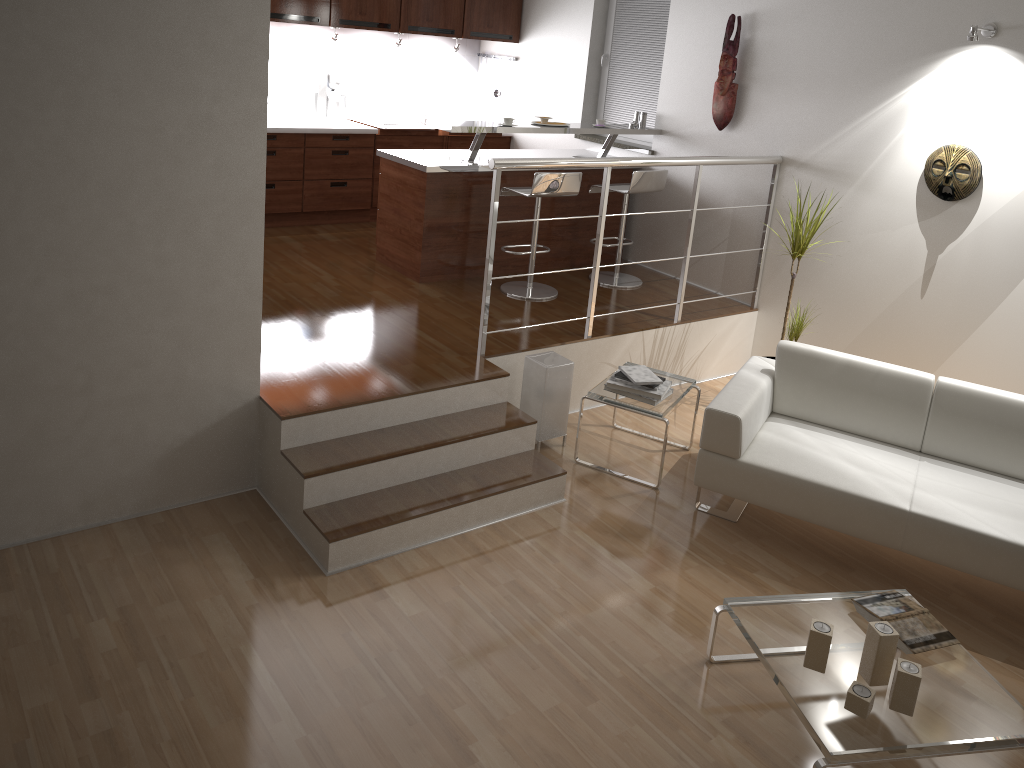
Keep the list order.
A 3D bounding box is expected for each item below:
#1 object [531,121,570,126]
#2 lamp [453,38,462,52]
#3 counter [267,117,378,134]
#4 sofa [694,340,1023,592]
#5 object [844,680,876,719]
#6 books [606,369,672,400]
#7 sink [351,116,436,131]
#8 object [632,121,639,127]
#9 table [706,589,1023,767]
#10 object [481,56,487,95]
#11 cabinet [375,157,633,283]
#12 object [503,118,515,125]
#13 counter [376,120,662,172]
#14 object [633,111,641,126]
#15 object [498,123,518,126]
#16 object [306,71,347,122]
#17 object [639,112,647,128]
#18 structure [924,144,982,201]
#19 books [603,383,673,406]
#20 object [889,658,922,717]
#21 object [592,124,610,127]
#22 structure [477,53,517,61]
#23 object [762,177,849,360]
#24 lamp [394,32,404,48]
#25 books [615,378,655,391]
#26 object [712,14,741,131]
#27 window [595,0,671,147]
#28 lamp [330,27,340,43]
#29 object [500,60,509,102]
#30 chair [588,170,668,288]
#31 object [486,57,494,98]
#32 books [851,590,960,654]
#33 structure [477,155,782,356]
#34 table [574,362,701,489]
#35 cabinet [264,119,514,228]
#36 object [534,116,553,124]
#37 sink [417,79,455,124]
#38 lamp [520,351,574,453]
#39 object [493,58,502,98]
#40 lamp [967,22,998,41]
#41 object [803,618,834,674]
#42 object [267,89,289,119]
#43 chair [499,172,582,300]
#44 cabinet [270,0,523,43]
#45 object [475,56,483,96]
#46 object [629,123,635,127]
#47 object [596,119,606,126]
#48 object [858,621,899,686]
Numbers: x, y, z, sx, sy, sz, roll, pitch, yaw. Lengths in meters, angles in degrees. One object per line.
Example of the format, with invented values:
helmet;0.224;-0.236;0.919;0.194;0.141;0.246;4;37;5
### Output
object;0.275;-1.825;6.145;0.311;0.010;0.226;-10;26;-33
lamp;-0.485;-2.973;7.676;0.080;0.119;0.083;6;16;1
counter;-2.147;-2.036;6.861;2.123;0.038;0.704;-11;27;-36
sofa;1.827;0.391;3.954;1.809;0.710;0.933;16;21;26
object;1.040;0.937;2.615;0.069;0.071;0.068;18;22;35
books;0.650;0.000;4.473;0.290;0.026;0.235;14;23;20
sink;-1.033;-2.222;7.718;0.606;0.192;0.622;-10;26;-35
object;0.932;-1.964;6.606;0.051;0.043;0.053;8;19;9
table;1.163;1.013;2.872;0.793;0.239;0.733;1;21;-12
object;-0.265;-2.910;8.287;0.008;0.363;0.034;-5;17;-36
cabinet;-0.029;-1.281;6.521;1.866;0.720;0.655;-11;23;-36
object;-0.021;-1.737;5.799;0.079;0.044;0.070;8;20;6
counter;0.152;-1.771;6.408;2.123;0.306;0.868;-11;26;-36
object;0.951;-2.016;6.658;0.053;0.105;0.053;16;19;34
object;-0.038;-1.715;5.799;0.130;0.008;0.145;-9;26;-33
object;-1.554;-2.443;7.444;0.332;0.389;0.169;-8;20;-37
object;0.991;-1.997;6.617;0.053;0.107;0.053;16;19;34
structure;2.411;-1.163;4.826;0.070;0.303;0.328;-5;21;-36
books;0.648;0.025;4.479;0.293;0.026;0.233;18;25;29
object;1.183;0.905;2.631;0.068;0.145;0.069;12;16;21
object;0.634;-1.866;6.337;0.142;0.008;0.133;18;25;29
structure;-0.140;-3.042;8.147;0.049;0.032;0.619;-8;26;-35
object;1.621;-0.476;5.135;0.503;1.416;0.457;-1;16;-24
lamp;-0.950;-2.879;7.331;0.080;0.119;0.083;6;16;1
books;0.652;-0.020;4.468;0.219;0.014;0.157;14;23;20
object;1.477;-2.124;5.990;0.151;0.758;0.156;7;14;6
window;0.999;-2.550;6.951;0.143;1.217;0.872;-5;19;-36
lamp;-1.415;-2.786;6.986;0.080;0.119;0.083;6;16;1
object;-0.061;-2.778;8.009;0.024;0.367;0.074;-5;18;-36
chair;0.798;-1.139;6.239;0.391;0.815;0.438;-8;21;-41
object;-0.199;-2.865;8.191;0.020;0.363;0.110;-5;18;-36
books;1.349;0.815;3.014;0.204;0.054;0.305;-3;23;-21
structure;0.781;-0.826;5.187;2.347;1.009;0.059;-10;21;-36
table;0.669;0.194;4.612;0.471;0.384;0.567;15;21;25
cabinet;-1.621;-1.795;7.365;3.538;0.767;0.703;-11;24;-36
object;0.233;-1.834;6.096;0.141;0.040;0.134;-10;26;-34
sink;-0.490;-2.504;8.065;0.678;0.556;0.621;-9;23;-36
lamp;0.178;0.091;4.651;0.194;0.462;0.205;-6;19;-37
object;-0.115;-2.834;8.115;0.043;0.351;0.094;-5;18;-37
lamp;2.460;-1.849;4.596;0.192;0.104;0.083;-10;23;-36
object;0.974;0.825;2.780;0.068;0.145;0.069;12;16;21
object;-2.017;-2.298;7.180;0.373;0.231;0.161;-9;22;-36
chair;0.161;-1.011;5.765;0.390;0.815;0.441;-4;19;-32
cabinet;-1.177;-3.264;7.261;2.745;0.610;0.673;-11;24;-36
object;-0.316;-2.931;8.333;0.033;0.367;0.067;-5;18;-36
object;0.908;-1.958;6.617;0.051;0.018;0.052;-9;25;-33
object;0.644;-1.890;6.340;0.079;0.044;0.070;5;19;-1
object;1.146;0.836;2.735;0.067;0.189;0.070;2;15;-13
